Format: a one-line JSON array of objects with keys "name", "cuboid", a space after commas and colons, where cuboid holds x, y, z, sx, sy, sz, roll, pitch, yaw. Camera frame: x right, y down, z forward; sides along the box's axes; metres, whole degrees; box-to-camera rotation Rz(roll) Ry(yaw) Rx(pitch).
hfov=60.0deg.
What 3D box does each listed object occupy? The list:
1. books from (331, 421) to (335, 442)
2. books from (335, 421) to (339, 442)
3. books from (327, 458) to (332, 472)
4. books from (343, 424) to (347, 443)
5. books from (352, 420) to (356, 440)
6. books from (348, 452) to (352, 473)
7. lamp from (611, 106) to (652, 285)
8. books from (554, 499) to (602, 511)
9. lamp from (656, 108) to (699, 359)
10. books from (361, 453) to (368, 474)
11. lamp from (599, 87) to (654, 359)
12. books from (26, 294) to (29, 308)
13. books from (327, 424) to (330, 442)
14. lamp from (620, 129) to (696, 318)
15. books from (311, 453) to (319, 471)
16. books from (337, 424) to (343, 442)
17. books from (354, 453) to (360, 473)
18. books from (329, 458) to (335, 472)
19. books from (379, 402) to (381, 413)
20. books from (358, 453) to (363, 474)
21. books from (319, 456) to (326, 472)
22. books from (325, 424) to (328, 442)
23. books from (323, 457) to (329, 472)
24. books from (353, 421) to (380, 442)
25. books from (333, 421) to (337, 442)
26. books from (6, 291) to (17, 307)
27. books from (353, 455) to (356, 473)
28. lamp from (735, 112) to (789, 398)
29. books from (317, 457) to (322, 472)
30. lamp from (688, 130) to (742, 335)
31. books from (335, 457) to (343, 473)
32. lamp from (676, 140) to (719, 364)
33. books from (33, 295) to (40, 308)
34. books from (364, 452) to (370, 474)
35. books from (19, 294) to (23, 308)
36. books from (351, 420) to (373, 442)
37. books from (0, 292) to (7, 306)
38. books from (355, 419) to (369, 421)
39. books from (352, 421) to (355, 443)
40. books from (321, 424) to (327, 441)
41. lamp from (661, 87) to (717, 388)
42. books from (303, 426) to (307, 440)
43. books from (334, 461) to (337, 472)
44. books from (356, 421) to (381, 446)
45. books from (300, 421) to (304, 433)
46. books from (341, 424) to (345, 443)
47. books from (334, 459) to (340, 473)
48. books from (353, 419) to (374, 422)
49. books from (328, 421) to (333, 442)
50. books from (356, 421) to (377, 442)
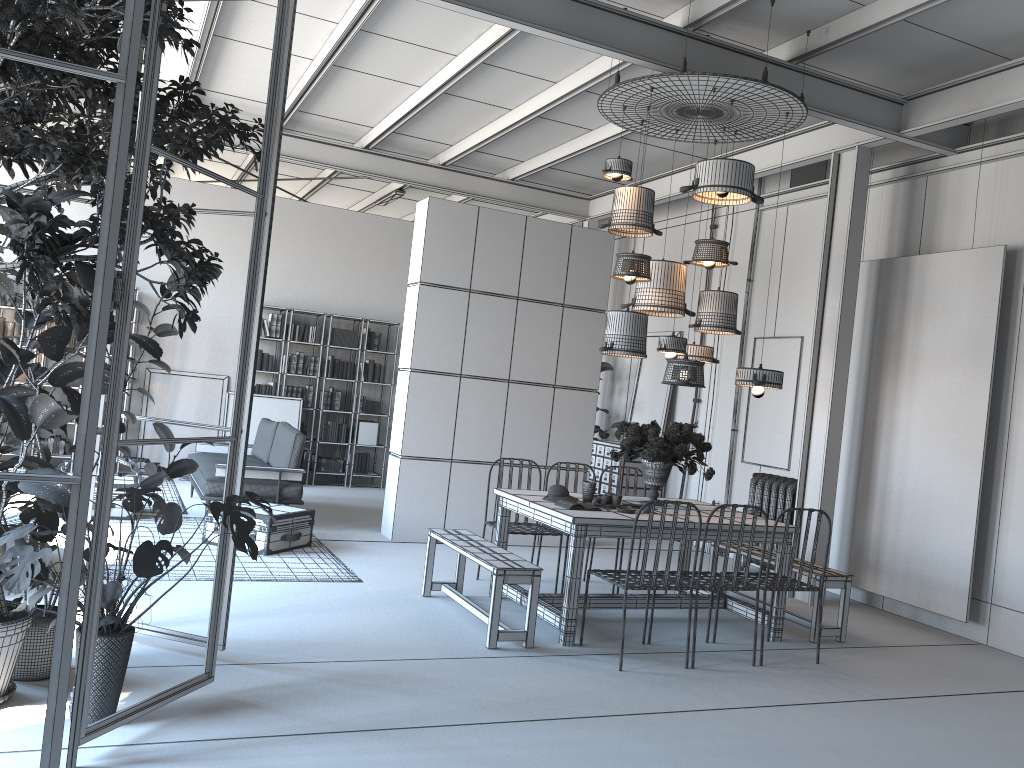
[{"name": "books", "cuboid": [-2.414, 0.633, 11.852, 0.027, 0.278, 0.202, 6, -1, -24]}, {"name": "books", "cuboid": [-2.364, 0.638, 11.874, 0.027, 0.278, 0.202, 6, -1, -24]}, {"name": "books", "cuboid": [-2.470, 1.086, 11.899, 0.040, 0.176, 0.242, 6, -1, -24]}, {"name": "books", "cuboid": [-2.261, 0.664, 11.921, 0.025, 0.254, 0.184, 6, -1, -24]}, {"name": "books", "cuboid": [-2.015, 0.666, 12.132, 0.317, 0.315, 0.056, 6, -1, -24]}, {"name": "books", "cuboid": [-2.206, 1.071, 12.036, 0.030, 0.277, 0.192, 6, -1, -24]}, {"name": "lamp", "cuboid": [0.934, -1.365, 6.421, 0.301, 1.306, 0.359, 6, -1, -31]}, {"name": "books", "cuboid": [0.435, 0.797, 5.836, 0.249, 0.041, 0.202, 6, -1, -26]}, {"name": "lamp", "cuboid": [1.233, -1.069, 6.351, 0.202, 1.831, 0.253, 6, -1, 14]}, {"name": "books", "cuboid": [-2.039, 1.088, 12.104, 0.061, 0.283, 0.207, 6, -1, -24]}, {"name": "lamp", "cuboid": [0.853, -1.106, 6.019, 0.352, 1.845, 0.312, 6, 0, 1]}, {"name": "books", "cuboid": [-5.688, -0.963, 10.397, 0.040, 0.174, 0.240, 6, -1, -24]}, {"name": "books", "cuboid": [-2.464, 0.652, 11.829, 0.022, 0.227, 0.165, 6, -1, -24]}, {"name": "lamp", "cuboid": [1.206, -1.261, 6.871, 0.470, 1.447, 0.415, 6, -1, 36]}, {"name": "books", "cuboid": [-2.635, 1.044, 11.839, 0.033, 0.223, 0.275, 6, -1, -24]}, {"name": "books", "cuboid": [-2.333, 0.657, 11.911, 0.057, 0.244, 0.180, 6, -1, -24]}, {"name": "books", "cuboid": [-2.134, 1.078, 12.069, 0.049, 0.279, 0.195, 6, -1, -24]}, {"name": "books", "cuboid": [-2.433, 1.089, 11.915, 0.040, 0.176, 0.242, 6, -1, -24]}, {"name": "books", "cuboid": [-1.830, 0.330, 12.144, 0.012, 0.177, 0.134, 6, -1, -24]}, {"name": "books", "cuboid": [-2.091, 1.083, 12.088, 0.047, 0.279, 0.192, 6, -1, -24]}, {"name": "books", "cuboid": [-2.552, 1.072, 11.871, 0.056, 0.185, 0.260, 6, -1, -24]}, {"name": "books", "cuboid": [-2.485, 0.649, 11.820, 0.022, 0.227, 0.165, 6, -1, -24]}, {"name": "books", "cuboid": [-2.505, 1.081, 11.883, 0.040, 0.176, 0.242, 6, -1, -24]}, {"name": "books", "cuboid": [-1.976, 0.668, 12.055, 0.333, 0.322, 0.037, 6, -1, -24]}, {"name": "books", "cuboid": [-2.388, 0.636, 11.862, 0.027, 0.278, 0.202, 6, -1, -24]}, {"name": "books", "cuboid": [-5.816, -0.980, 10.323, 0.089, 0.183, 0.269, 6, -1, -23]}, {"name": "books", "cuboid": [-2.175, 1.082, 12.050, 0.040, 0.262, 0.196, 6, -1, -24]}, {"name": "lamp", "cuboid": [1.829, -0.908, 6.231, 0.323, 2.026, 0.404, 6, -1, -21]}, {"name": "books", "cuboid": [-2.601, 1.066, 11.855, 0.047, 0.184, 0.271, 6, -1, -24]}, {"name": "lamp", "cuboid": [1.627, -1.163, 6.751, 0.364, 1.553, 0.322, 6, -1, 21]}, {"name": "books", "cuboid": [-2.338, 1.096, 11.974, 0.047, 0.184, 0.271, 6, -1, -24]}, {"name": "lamp", "cuboid": [1.524, -1.049, 7.053, 0.323, 1.798, 0.404, 6, -1, 34]}, {"name": "books", "cuboid": [-5.589, -0.955, 10.426, 0.047, 0.182, 0.270, 6, -1, -24]}, {"name": "books", "cuboid": [-1.994, 1.087, 12.117, 0.030, 0.295, 0.217, 6, -1, -24]}, {"name": "books", "cuboid": [-5.724, -0.966, 10.380, 0.040, 0.174, 0.240, 6, -1, -24]}, {"name": "books", "cuboid": [-2.041, 0.665, 12.188, 0.319, 0.318, 0.068, 6, -1, -24]}, {"name": "books", "cuboid": [-5.904, -0.985, 10.299, 0.067, 0.174, 0.240, 6, -1, -25]}, {"name": "books", "cuboid": [-2.081, 0.660, 12.265, 0.303, 0.326, 0.033, 6, -1, -24]}, {"name": "books", "cuboid": [-1.992, 0.672, 12.090, 0.343, 0.312, 0.040, 6, -1, -24]}, {"name": "books", "cuboid": [-2.504, 0.647, 11.810, 0.022, 0.227, 0.165, 6, -1, -24]}, {"name": "lamp", "cuboid": [1.243, -0.985, 5.911, 0.301, 2.004, 0.359, 6, -1, -26]}, {"name": "books", "cuboid": [-2.762, 0.647, 11.740, 0.061, 0.177, 0.246, 6, -1, -25]}, {"name": "books", "cuboid": [-2.402, 1.102, 11.931, 0.033, 0.158, 0.241, 6, -1, -24]}, {"name": "books", "cuboid": [-1.928, 0.673, 11.926, 0.303, 0.326, 0.033, 6, -1, -24]}, {"name": "books", "cuboid": [-2.806, 0.609, 11.723, 0.036, 0.244, 0.302, 6, -1, -24]}, {"name": "books", "cuboid": [-2.283, 0.662, 11.910, 0.025, 0.254, 0.184, 6, -1, -24]}, {"name": "books", "cuboid": [-2.372, 1.105, 11.944, 0.033, 0.158, 0.241, 6, -1, -24]}, {"name": "books", "cuboid": [-2.066, 0.661, 12.234, 0.303, 0.326, 0.033, 6, -1, -24]}, {"name": "books", "cuboid": [-2.438, 0.630, 11.840, 0.027, 0.278, 0.202, 6, -1, -24]}, {"name": "books", "cuboid": [-1.949, 0.672, 11.972, 0.303, 0.327, 0.068, 6, -1, -24]}]
